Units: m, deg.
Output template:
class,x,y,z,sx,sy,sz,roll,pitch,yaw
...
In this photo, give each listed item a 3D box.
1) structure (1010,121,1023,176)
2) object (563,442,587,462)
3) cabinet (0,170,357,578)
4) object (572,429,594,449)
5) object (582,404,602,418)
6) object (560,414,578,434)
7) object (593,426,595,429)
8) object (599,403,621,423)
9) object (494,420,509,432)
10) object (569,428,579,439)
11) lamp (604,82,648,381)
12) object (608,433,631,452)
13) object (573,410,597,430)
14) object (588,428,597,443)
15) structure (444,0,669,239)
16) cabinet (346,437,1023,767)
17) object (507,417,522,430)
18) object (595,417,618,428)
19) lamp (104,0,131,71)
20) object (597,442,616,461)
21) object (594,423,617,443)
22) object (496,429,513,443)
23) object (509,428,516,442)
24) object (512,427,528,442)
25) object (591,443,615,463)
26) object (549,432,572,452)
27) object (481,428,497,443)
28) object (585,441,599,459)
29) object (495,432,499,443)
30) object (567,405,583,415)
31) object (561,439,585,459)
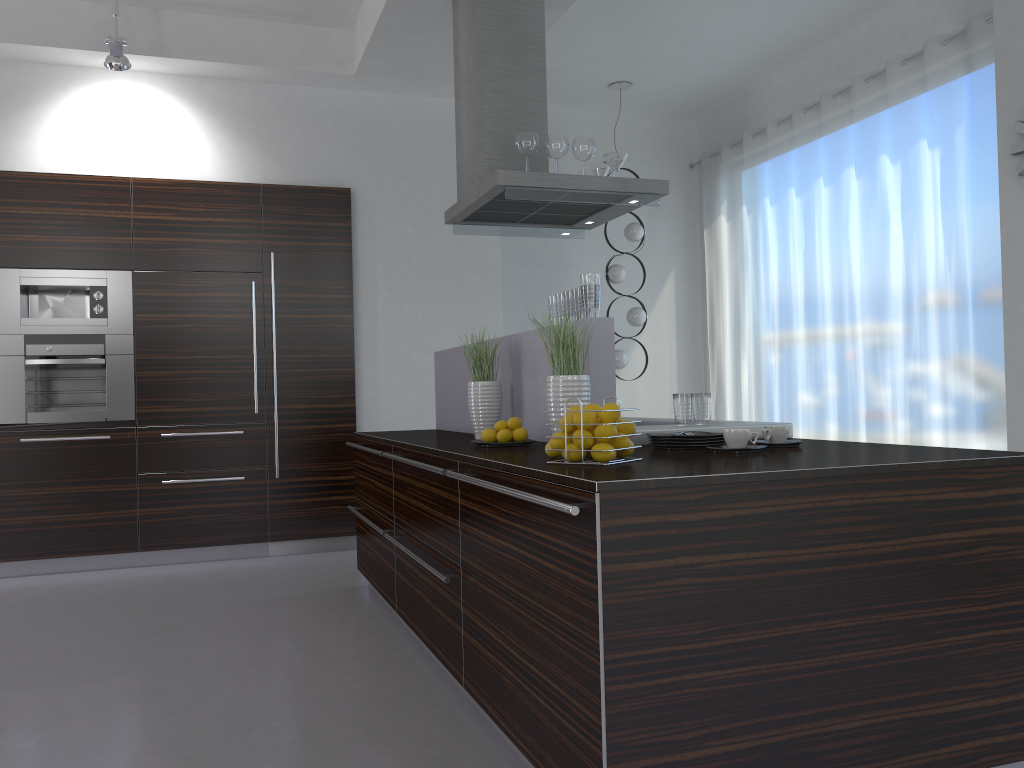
class,x,y,z,sx,sy,sz,roll,pitch,yaw
structure,2.740,-1.248,4.488,0.076,0.505,0.505,-1,-1,-19
object,0.167,0.181,2.356,0.063,0.053,0.051,-1,-1,-11
cabinet,-2.875,-0.064,5.801,3.600,2.500,0.669,-1,-1,-19
object,0.188,0.145,2.337,0.051,0.055,0.061,-1,-1,-40
object,0.217,0.080,2.406,0.063,0.053,0.051,-1,-1,-17
object,0.154,0.108,2.384,0.053,0.052,0.061,-1,-1,-6
object,0.233,0.124,2.435,0.051,0.053,0.064,-1,-1,-16
object,0.259,0.079,2.341,0.059,0.060,0.050,-1,-1,-19
object,-0.039,0.157,3.270,0.053,0.047,0.061,-1,-1,-16
object,0.176,0.129,2.432,0.062,0.053,0.052,-2,-1,43
lamp,0.901,-1.211,7.097,0.367,2.370,0.180,-1,-1,-25
object,0.287,0.157,2.376,0.062,0.053,0.052,-2,-1,18
object,0.192,0.094,2.340,0.063,0.053,0.051,-1,-1,-6
object,0.198,0.141,2.366,0.062,0.053,0.051,-1,-1,-11
structure,0.190,-1.492,4.784,0.915,1.231,0.981,-1,-1,-19
cabinet,0.261,0.652,3.614,1.377,0.852,3.285,-1,-1,-19
object,0.011,0.145,3.252,0.053,0.048,0.063,-2,-1,37
object,0.252,0.110,2.379,0.061,0.051,0.055,-1,-1,-24
lamp,-2.368,-2.082,4.989,0.171,0.511,0.605,-2,-1,13
object,0.248,0.181,2.361,0.061,0.055,0.050,-2,-1,27
object,0.246,0.129,2.327,0.061,0.054,0.053,-2,-1,27
object,-0.028,0.190,3.227,0.052,0.054,0.061,-1,-1,-42
object,0.004,0.191,3.276,0.071,0.060,0.057,-1,-1,-17
object,0.030,0.185,3.230,0.063,0.053,0.051,-2,-1,21
object,0.235,0.179,2.303,0.062,0.052,0.053,-2,-1,21
object,0.130,0.154,2.375,0.052,0.054,0.061,-1,-1,-42
object,-0.083,0.191,3.260,0.060,0.058,0.070,-1,-1,-20
object,0.213,0.173,2.409,0.052,0.060,0.057,-1,-1,-13
object,-0.051,0.195,3.309,0.053,0.051,0.063,-1,-1,-15
object,0.181,0.084,2.453,0.053,0.051,0.063,-2,-1,29
object,0.170,0.180,2.414,0.074,0.063,0.064,-2,-1,2
